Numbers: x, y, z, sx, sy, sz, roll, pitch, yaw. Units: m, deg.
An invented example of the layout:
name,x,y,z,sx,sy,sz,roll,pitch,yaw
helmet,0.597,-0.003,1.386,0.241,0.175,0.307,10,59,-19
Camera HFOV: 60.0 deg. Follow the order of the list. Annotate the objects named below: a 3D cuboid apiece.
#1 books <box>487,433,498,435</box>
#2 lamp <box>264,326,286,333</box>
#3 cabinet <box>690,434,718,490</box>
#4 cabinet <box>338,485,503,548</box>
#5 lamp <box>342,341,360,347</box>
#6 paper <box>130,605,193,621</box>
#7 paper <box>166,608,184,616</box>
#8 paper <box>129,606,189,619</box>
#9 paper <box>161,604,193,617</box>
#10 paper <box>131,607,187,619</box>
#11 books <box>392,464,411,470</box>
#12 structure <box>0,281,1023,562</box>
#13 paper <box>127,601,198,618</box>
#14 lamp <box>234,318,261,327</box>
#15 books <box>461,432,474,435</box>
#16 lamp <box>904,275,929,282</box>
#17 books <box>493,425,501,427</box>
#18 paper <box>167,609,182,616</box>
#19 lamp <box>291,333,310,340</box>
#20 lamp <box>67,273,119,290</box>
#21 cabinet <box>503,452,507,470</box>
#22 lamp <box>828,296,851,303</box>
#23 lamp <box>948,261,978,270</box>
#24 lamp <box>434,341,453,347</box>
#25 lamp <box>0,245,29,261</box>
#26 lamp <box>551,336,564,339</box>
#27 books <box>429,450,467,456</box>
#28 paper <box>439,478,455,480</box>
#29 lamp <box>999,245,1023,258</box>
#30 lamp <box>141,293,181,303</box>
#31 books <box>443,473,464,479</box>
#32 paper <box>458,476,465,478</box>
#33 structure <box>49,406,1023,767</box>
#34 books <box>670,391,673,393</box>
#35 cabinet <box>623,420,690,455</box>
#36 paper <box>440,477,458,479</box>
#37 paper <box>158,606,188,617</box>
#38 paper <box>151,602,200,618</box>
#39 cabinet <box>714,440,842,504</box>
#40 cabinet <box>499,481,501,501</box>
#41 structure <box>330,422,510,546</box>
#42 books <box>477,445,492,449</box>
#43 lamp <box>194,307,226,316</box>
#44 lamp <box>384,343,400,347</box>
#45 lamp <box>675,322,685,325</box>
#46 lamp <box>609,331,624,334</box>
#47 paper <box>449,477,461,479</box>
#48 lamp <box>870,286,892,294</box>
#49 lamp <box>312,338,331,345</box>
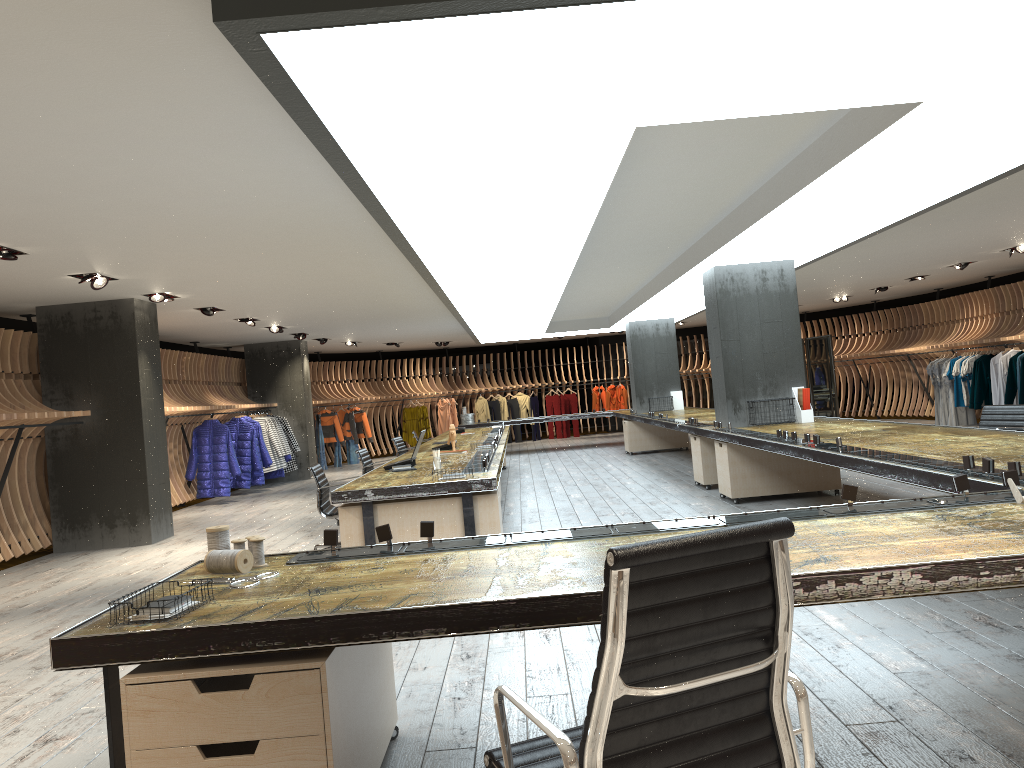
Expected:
name,x,y,z,sx,sy,sz,roll,pitch,yaw
books,-0.281,0.732,13.017,0.155,0.025,0.110,-5,-1,-5
lamp,-3.947,-0.982,14.824,0.269,0.286,0.492,-5,-1,0
cabinet,2.799,0.889,10.705,1.131,0.631,0.593,-5,-1,0
cabinet,-0.637,1.140,6.546,1.131,0.631,0.593,-5,-1,0
lamp,-3.539,-0.955,19.560,0.269,0.296,0.493,-5,-1,20
paper,-1.058,0.691,2.691,0.130,0.003,0.176,-5,-1,9
paper,-1.060,0.688,2.705,0.130,0.004,0.176,-5,-1,15
paper,-1.060,0.689,2.705,0.130,0.004,0.176,-5,-1,14
paper,-1.060,0.688,2.705,0.130,0.004,0.176,-5,-1,17
paper,-1.060,0.689,2.705,0.130,0.004,0.176,-5,-1,13
books,-0.967,0.718,7.657,0.186,0.027,0.112,-5,-1,-15
structure,1.755,-0.039,7.113,14.882,2.441,36.540,-5,-1,0
paper,-1.060,0.687,2.705,0.130,0.004,0.176,-5,-1,16
lamp,-3.957,-0.996,13.230,0.269,0.294,0.492,-5,-1,0
books,-0.704,0.789,14.196,0.213,0.026,0.366,-5,-1,1
lamp,7.253,-1.948,15.879,0.269,0.294,0.492,-5,-1,0
books,-0.267,0.771,16.395,0.155,0.025,0.110,-5,-1,-5
paper,-1.060,0.689,2.705,0.130,0.004,0.176,-5,-1,14
lamp,-3.936,-0.961,16.418,0.269,0.292,0.492,-5,-1,0
lamp,-3.987,-1.054,8.447,0.269,0.288,0.492,-5,-1,0
cabinet,-0.689,1.260,16.088,1.131,0.631,0.593,-5,-1,0
lamp,7.061,-1.896,19.052,0.269,0.287,0.492,-5,-1,-19
lamp,7.242,-1.970,14.285,0.269,0.286,0.492,-5,-1,0
lamp,-1.742,-1.081,22.143,0.493,0.297,0.269,-4,-1,-40
lamp,-3.997,-1.073,6.853,0.269,0.288,0.492,-5,-1,0
lamp,1.163,-1.322,23.329,0.493,0.296,0.269,-5,-1,-6
books,-0.676,0.728,9.382,0.366,0.026,0.213,-5,-1,11
paper,-0.442,0.682,6.426,0.176,0.003,0.130,-5,-1,-1
lamp,7.232,-1.981,12.690,0.269,0.301,0.492,-5,-1,0
lamp,-3.977,-1.032,10.041,0.269,0.296,0.492,-5,-1,0
books,-0.424,0.664,6.428,0.155,0.025,0.110,-5,-1,-5
paper,-0.429,0.677,6.431,0.176,0.004,0.130,-5,-1,5
structure,1.204,0.927,11.159,4.836,0.844,18.468,-5,-1,0
books,3.197,0.322,17.194,0.215,0.368,0.047,-5,-2,0
cabinet,2.716,0.969,16.758,1.131,0.631,0.593,-5,-1,0
paper,-0.429,0.677,6.431,0.176,0.004,0.130,-5,-1,6
paper,-1.060,0.688,2.705,0.130,0.004,0.176,-5,-1,15
paper,-1.060,0.690,2.705,0.130,0.004,0.176,-5,-1,19
cabinet,2.791,0.873,9.352,1.131,0.631,0.593,-5,-1,0
cabinet,-0.719,1.200,10.883,1.131,0.631,0.593,-5,-1,0
structure,-0.624,1.090,11.380,1.162,0.844,10.447,-5,-1,0
books,-0.304,0.695,9.800,0.155,0.025,0.110,-5,-1,-5
lamp,-3.967,-1.016,11.636,0.269,0.292,0.492,-5,-1,0
lamp,-2.813,-1.003,20.970,0.269,0.293,0.493,-6,-1,33
lamp,4.218,-1.600,22.713,0.492,0.292,0.269,-6,-1,33
lamp,2.737,-1.460,23.271,0.492,0.298,0.269,-5,-1,9
paper,-0.429,0.679,6.431,0.176,0.004,0.130,-5,-1,4
lamp,7.260,-1.930,17.473,0.269,0.291,0.492,-5,-1,-4
lamp,-3.867,-0.947,18.009,0.269,0.292,0.492,-5,-1,7
